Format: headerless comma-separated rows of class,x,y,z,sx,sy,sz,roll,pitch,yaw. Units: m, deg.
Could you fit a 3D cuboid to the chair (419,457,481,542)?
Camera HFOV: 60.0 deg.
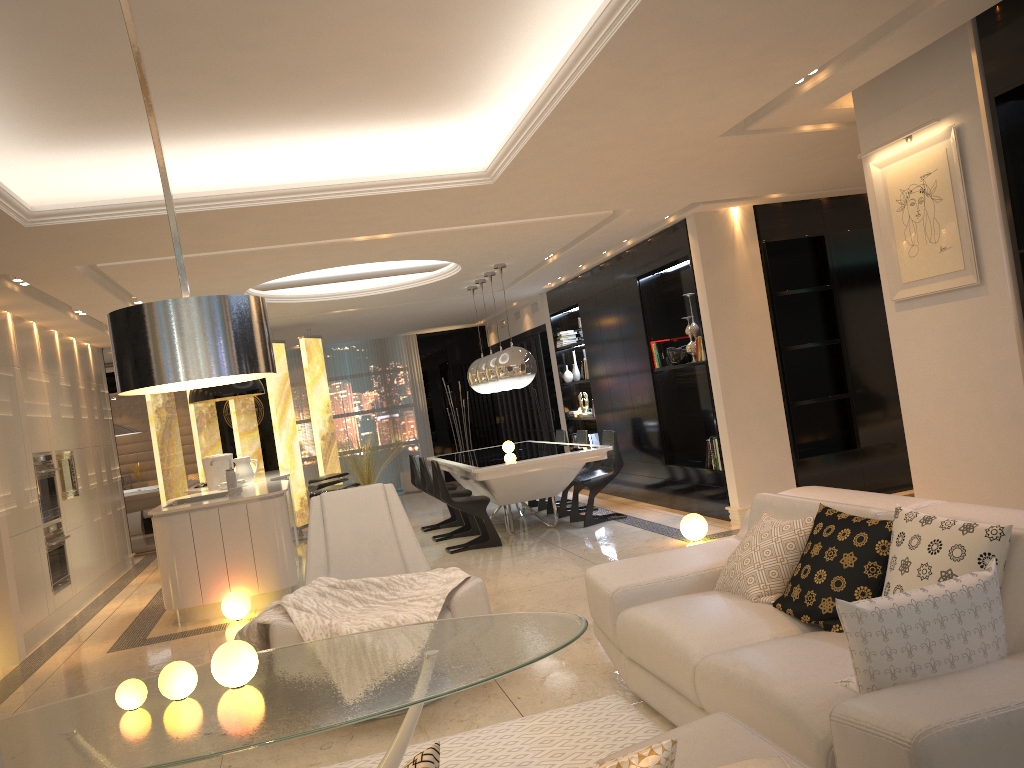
chair,-0.644,1.141,9.110,0.496,0.858,0.523,-9,-1,-14

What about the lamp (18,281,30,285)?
lamp,-3.501,-0.774,6.370,0.107,0.127,0.107,-8,-1,-25

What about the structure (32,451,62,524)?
structure,-4.235,0.917,7.593,0.595,0.597,0.609,-9,-1,-14

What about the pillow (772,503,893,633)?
pillow,1.149,0.654,3.210,0.323,0.355,0.524,-9,-1,-13

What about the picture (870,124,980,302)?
picture,1.984,-0.798,4.285,0.027,0.729,0.610,-9,-1,-14

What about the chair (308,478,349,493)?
chair,-1.779,1.344,8.748,0.380,0.789,0.380,-8,-1,-31

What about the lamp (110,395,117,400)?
lamp,-6.729,0.202,14.971,0.107,0.127,0.107,-8,-1,-33

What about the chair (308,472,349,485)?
chair,-1.936,1.376,9.566,0.380,0.789,0.380,-9,-1,44

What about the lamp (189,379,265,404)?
lamp,-2.828,-0.301,8.611,0.710,0.898,0.710,-9,-1,-3

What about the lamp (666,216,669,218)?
lamp,1.305,-1.492,7.648,0.107,0.127,0.107,-8,-1,-33

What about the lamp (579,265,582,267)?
lamp,0.739,-1.383,9.993,0.107,0.127,0.107,-8,-1,-33

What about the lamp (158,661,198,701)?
lamp,-1.043,0.925,2.768,0.115,0.115,0.115,-9,-1,12

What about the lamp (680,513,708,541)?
lamp,1.436,1.129,6.999,0.212,0.214,0.213,-9,-1,26

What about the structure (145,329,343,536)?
structure,-3.277,0.703,10.997,2.180,2.555,0.448,-9,-1,-14

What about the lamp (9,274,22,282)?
lamp,-3.463,-0.781,6.211,0.107,0.127,0.107,-8,-1,-25

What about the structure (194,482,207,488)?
structure,-3.145,1.051,9.625,0.502,0.026,0.811,-9,-1,-14

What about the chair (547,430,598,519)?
chair,0.605,0.955,9.528,0.496,0.858,0.523,-9,-1,-14

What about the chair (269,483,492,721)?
chair,-0.700,1.035,4.429,1.027,0.991,0.983,-9,-1,-15

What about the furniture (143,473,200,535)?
furniture,-5.465,1.956,14.955,1.312,0.810,1.107,-9,-1,-14

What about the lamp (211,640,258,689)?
lamp,-0.878,0.886,2.810,0.143,0.143,0.143,-8,-1,-29

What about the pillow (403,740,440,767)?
pillow,-0.307,0.858,1.361,0.587,0.429,0.288,-8,-1,-39

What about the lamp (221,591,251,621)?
lamp,-2.064,1.658,6.638,0.213,0.214,0.212,-9,-1,37

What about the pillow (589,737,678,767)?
pillow,0.069,0.804,1.484,0.463,0.380,0.222,-9,-1,-9

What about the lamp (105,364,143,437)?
lamp,-6.067,0.305,12.337,1.578,0.995,0.939,-9,-1,-14

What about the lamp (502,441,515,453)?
lamp,-0.036,0.651,9.189,0.125,0.125,0.125,-9,-1,37

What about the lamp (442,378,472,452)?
lamp,-0.879,0.761,15.292,0.418,1.801,0.200,-9,-1,-14

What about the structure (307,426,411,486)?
structure,-2.388,1.314,14.324,1.282,1.142,1.275,-9,-1,33

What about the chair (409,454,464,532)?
chair,-0.843,1.179,9.934,0.496,0.858,0.523,-9,-1,-14

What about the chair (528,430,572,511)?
chair,0.415,0.992,10.312,0.496,0.858,0.523,-9,-1,-14

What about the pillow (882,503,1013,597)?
pillow,1.296,0.613,2.776,0.255,0.399,0.526,-9,-1,-14

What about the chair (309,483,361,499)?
chair,-1.505,1.293,7.783,0.380,0.789,0.380,-9,-1,19

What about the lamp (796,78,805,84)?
lamp,1.384,-1.537,4.344,0.107,0.127,0.107,-9,-1,-3

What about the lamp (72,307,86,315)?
lamp,-3.897,-0.697,8.007,0.107,0.127,0.270,-9,-1,-14

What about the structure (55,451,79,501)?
structure,-4.407,0.891,8.320,0.446,0.450,0.659,-9,-1,-14

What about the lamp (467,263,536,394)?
lamp,-0.194,-0.528,9.328,0.408,1.226,1.827,-9,-1,-14

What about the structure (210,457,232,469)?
structure,-2.420,0.774,7.421,0.177,0.310,0.089,-9,-1,-14

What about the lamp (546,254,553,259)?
lamp,0.341,-1.333,8.928,0.107,0.127,0.271,-9,-1,-14

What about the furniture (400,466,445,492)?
furniture,-1.495,1.579,14.855,0.735,0.357,0.735,-8,-1,-42

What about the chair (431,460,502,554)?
chair,-0.440,1.102,8.268,0.496,0.858,0.523,-9,-1,-14

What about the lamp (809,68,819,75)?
lamp,1.411,-1.542,4.232,0.107,0.127,0.107,-9,-1,-3

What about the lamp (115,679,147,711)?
lamp,-1.174,0.957,2.735,0.090,0.091,0.090,-9,-1,37

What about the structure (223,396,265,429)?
structure,-4.441,0.457,14.681,0.669,0.669,0.048,-9,-1,-14

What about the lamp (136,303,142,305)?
lamp,-3.384,-0.775,8.088,0.107,0.127,0.107,-8,-1,-33

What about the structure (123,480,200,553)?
structure,-5.806,1.977,12.305,2.912,0.812,1.659,-9,-1,-14

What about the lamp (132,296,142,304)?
lamp,-3.345,-0.782,7.929,0.107,0.127,0.107,-8,-1,-33

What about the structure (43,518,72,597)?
structure,-4.143,1.519,7.587,0.595,0.597,0.609,-9,-1,-14

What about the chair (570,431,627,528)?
chair,0.804,0.917,8.704,0.496,0.858,0.523,-9,-1,-14

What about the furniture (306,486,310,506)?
furniture,-3.317,1.853,14.497,0.735,0.357,0.735,-9,-1,-12

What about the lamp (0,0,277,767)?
lamp,-0.587,0.216,1.526,0.393,2.519,2.009,-9,-1,-14

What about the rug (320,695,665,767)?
rug,-0.722,1.518,2.736,2.900,0.020,1.661,-9,-1,-14

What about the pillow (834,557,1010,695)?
pillow,1.123,0.664,2.434,0.521,0.325,0.281,-9,-1,-4
